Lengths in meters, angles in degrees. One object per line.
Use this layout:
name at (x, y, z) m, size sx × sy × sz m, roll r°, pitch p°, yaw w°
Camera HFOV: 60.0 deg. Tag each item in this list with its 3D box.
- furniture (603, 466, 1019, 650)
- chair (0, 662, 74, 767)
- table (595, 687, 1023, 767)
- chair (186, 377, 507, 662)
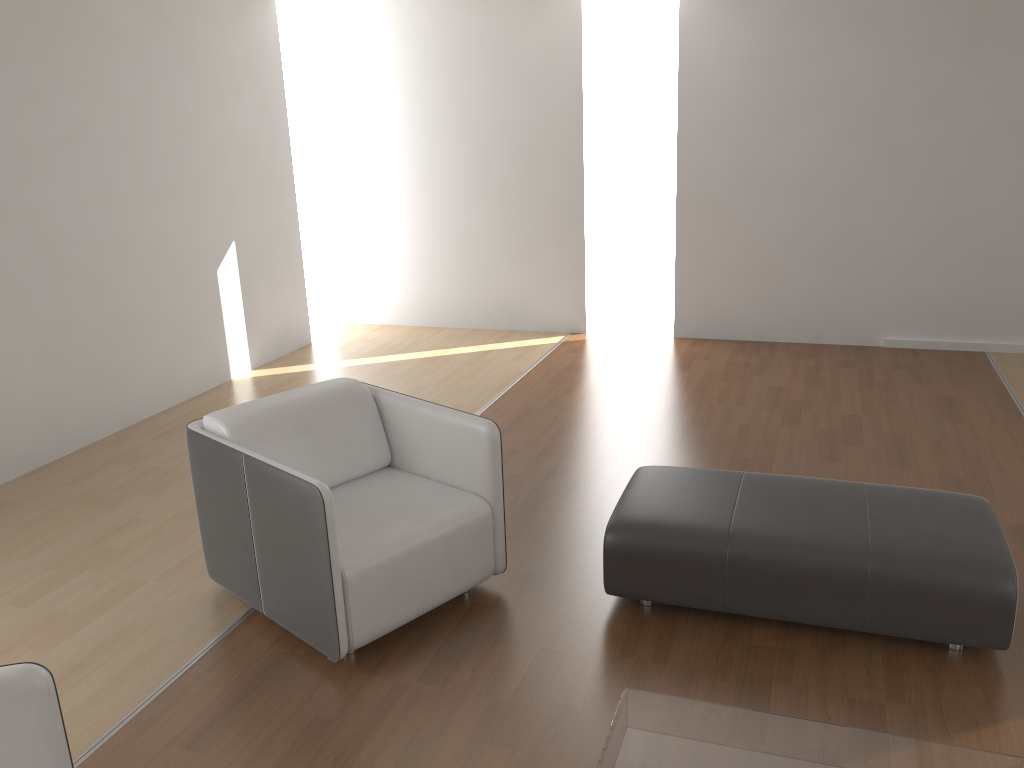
furniture at (1.024, 0.560, 3.170) m, size 1.291 × 0.301 × 0.685 m, roll 4°, pitch 18°, yaw 19°
chair at (-1.280, 1.009, 1.458) m, size 0.919 × 0.706 × 0.767 m, roll -7°, pitch 17°, yaw -15°
table at (0.566, 1.066, 1.734) m, size 0.900 × 0.300 × 0.900 m, roll 4°, pitch 18°, yaw 19°
chair at (-0.617, 0.413, 3.265) m, size 0.919 × 0.661 × 0.767 m, roll 14°, pitch 23°, yaw 42°
